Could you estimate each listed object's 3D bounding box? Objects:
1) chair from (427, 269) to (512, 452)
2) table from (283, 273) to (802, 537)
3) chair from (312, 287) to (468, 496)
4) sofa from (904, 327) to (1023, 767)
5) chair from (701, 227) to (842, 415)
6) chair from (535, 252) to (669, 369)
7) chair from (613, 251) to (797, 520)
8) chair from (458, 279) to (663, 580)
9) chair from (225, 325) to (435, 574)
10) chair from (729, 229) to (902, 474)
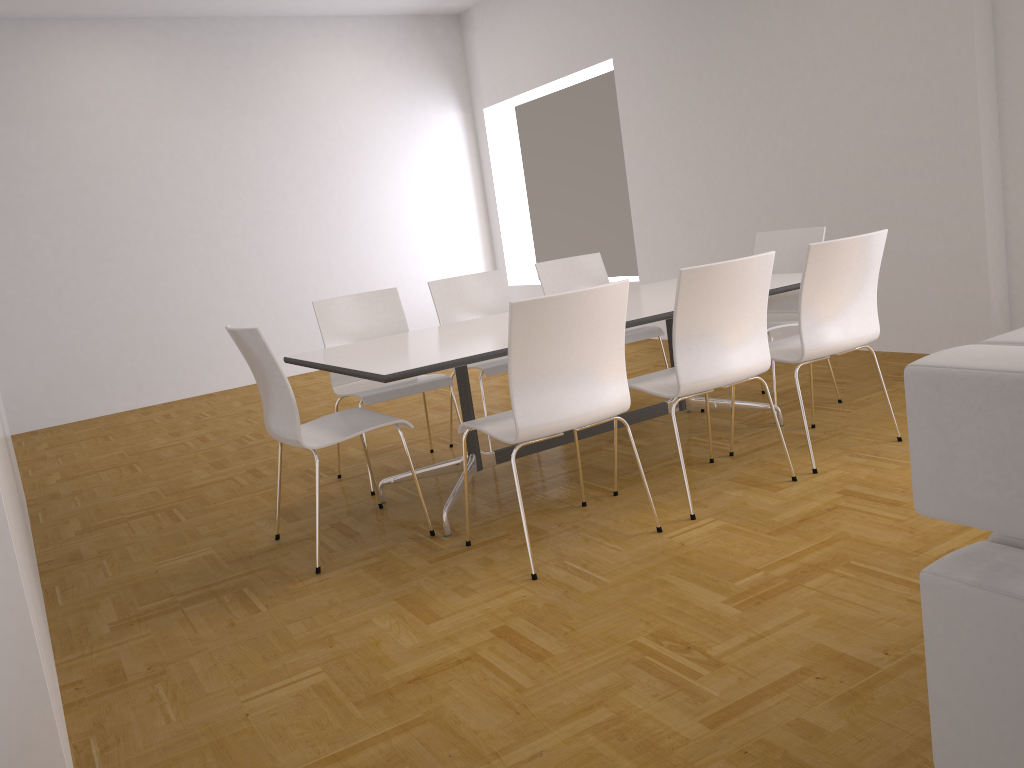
[{"bbox_3d":[-0.075,-0.137,4.844,0.562,0.928,0.576,-13,10,-29],"label":"chair"},{"bbox_3d":[0.331,0.022,4.189,2.416,0.720,1.212,-14,11,-29],"label":"table"},{"bbox_3d":[-0.637,0.001,4.523,0.562,0.928,0.576,-13,10,-29],"label":"chair"},{"bbox_3d":[2.003,0.129,1.785,2.628,0.846,0.823,-14,11,-29],"label":"sofa"},{"bbox_3d":[1.365,-0.330,4.753,0.576,0.928,0.561,-13,10,-29],"label":"chair"},{"bbox_3d":[0.522,-0.284,5.185,0.562,0.928,0.576,-13,10,-29],"label":"chair"},{"bbox_3d":[0.737,-0.021,3.518,0.562,0.928,0.576,-13,10,-29],"label":"chair"},{"bbox_3d":[0.140,0.126,3.177,0.562,0.928,0.576,-13,10,-29],"label":"chair"},{"bbox_3d":[-0.752,0.184,3.542,0.576,0.928,0.561,-13,10,-29],"label":"chair"},{"bbox_3d":[1.299,-0.159,3.839,0.562,0.928,0.576,-13,10,-29],"label":"chair"}]
